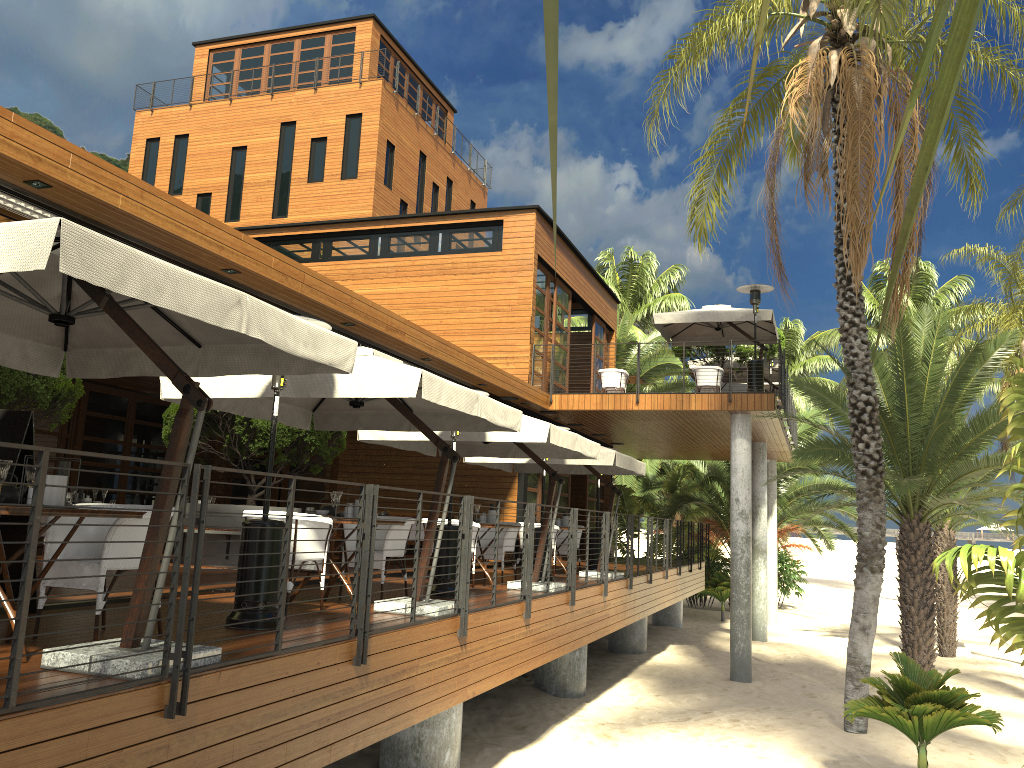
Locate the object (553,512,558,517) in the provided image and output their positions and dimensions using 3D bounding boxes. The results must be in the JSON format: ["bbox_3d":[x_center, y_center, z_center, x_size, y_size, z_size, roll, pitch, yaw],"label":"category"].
[{"bbox_3d":[0.675,2.126,13.953,0.082,0.227,0.082,-1,-10,20],"label":"object"}]

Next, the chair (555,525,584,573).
[{"bbox_3d":[0.883,2.764,14.901,0.627,0.791,0.615,-1,-10,20],"label":"chair"}]

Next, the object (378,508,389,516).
[{"bbox_3d":[-2.146,2.153,14.774,0.163,0.179,0.167,6,-10,-21],"label":"object"}]

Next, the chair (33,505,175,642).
[{"bbox_3d":[-2.422,1.123,5.357,0.627,0.791,0.615,-1,-10,20],"label":"chair"}]

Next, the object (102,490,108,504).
[{"bbox_3d":[-5.869,1.640,12.755,0.082,0.227,0.082,-5,-12,37],"label":"object"}]

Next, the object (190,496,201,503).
[{"bbox_3d":[-5.511,2.081,15.572,0.263,0.265,0.263,6,-10,-22],"label":"object"}]

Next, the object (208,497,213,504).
[{"bbox_3d":[-5.250,2.079,15.385,0.082,0.227,0.082,8,-11,-27],"label":"object"}]

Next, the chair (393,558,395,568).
[{"bbox_3d":[-2.131,2.493,14.049,0.627,0.791,0.615,7,-10,-24],"label":"chair"}]

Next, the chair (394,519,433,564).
[{"bbox_3d":[-1.624,2.679,15.094,0.616,0.791,0.626,7,-10,-24],"label":"chair"}]

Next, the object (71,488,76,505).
[{"bbox_3d":[-6.172,1.581,12.462,0.082,0.227,0.082,-3,-11,30],"label":"object"}]

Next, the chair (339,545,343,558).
[{"bbox_3d":[-2.721,2.706,15.586,0.627,0.791,0.615,7,-10,-24],"label":"chair"}]

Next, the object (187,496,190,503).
[{"bbox_3d":[-5.754,2.108,15.720,0.082,0.227,0.082,8,-11,-27],"label":"object"}]

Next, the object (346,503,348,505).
[{"bbox_3d":[-2.781,2.137,15.031,0.082,0.227,0.082,10,-12,-35],"label":"object"}]

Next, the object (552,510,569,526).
[{"bbox_3d":[0.821,2.150,14.162,0.263,0.265,0.263,7,-10,-25],"label":"object"}]

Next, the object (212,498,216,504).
[{"bbox_3d":[-5.323,2.141,15.800,0.082,0.227,0.082,9,-12,-32],"label":"object"}]

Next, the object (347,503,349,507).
[{"bbox_3d":[-2.684,2.079,14.634,0.082,0.227,0.082,6,-10,-19],"label":"object"}]

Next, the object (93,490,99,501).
[{"bbox_3d":[-6.147,1.675,13.059,0.082,0.227,0.082,-3,-11,30],"label":"object"}]

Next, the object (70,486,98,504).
[{"bbox_3d":[-6.168,1.610,12.746,0.263,0.265,0.263,-4,-12,36],"label":"object"}]

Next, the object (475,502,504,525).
[{"bbox_3d":[-0.278,1.604,10.986,0.263,0.265,0.263,7,-10,-25],"label":"object"}]

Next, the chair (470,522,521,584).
[{"bbox_3d":[-0.218,2.217,11.724,0.627,0.791,0.615,-1,-10,20],"label":"chair"}]

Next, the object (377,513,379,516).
[{"bbox_3d":[-2.273,2.206,14.852,0.086,0.086,0.086,-3,-11,30],"label":"object"}]

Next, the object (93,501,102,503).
[{"bbox_3d":[-6.010,1.734,12.847,0.116,0.065,0.116,-5,-12,39],"label":"object"}]

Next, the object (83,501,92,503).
[{"bbox_3d":[-6.026,1.692,12.584,0.116,0.065,0.116,7,-10,-26],"label":"object"}]

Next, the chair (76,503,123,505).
[{"bbox_3d":[-5.637,2.021,12.048,0.616,0.791,0.626,-5,-12,40],"label":"chair"}]

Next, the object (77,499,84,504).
[{"bbox_3d":[-6.071,1.661,12.468,0.086,0.086,0.086,4,-9,-8],"label":"object"}]

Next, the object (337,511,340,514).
[{"bbox_3d":[-2.909,2.194,14.957,0.086,0.086,0.086,-3,-11,30],"label":"object"}]

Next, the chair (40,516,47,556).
[{"bbox_3d":[-6.829,2.146,13.200,0.616,0.791,0.626,-5,-12,40],"label":"chair"}]

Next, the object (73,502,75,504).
[{"bbox_3d":[-6.225,1.686,12.527,0.080,0.042,0.080,6,-10,-19],"label":"object"}]

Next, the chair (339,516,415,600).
[{"bbox_3d":[-1.299,1.680,8.601,0.627,0.791,0.615,-1,-10,20],"label":"chair"}]

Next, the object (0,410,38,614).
[{"bbox_3d":[-3.727,0.861,6.036,0.768,1.401,0.769,2,-10,4],"label":"object"}]

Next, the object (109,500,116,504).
[{"bbox_3d":[-5.793,1.734,12.855,0.086,0.086,0.086,3,-9,-3],"label":"object"}]

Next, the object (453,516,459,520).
[{"bbox_3d":[-0.680,1.659,10.879,0.086,0.086,0.086,-2,-10,24],"label":"object"}]

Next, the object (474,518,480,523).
[{"bbox_3d":[-0.422,1.732,11.202,0.116,0.065,0.115,0,-10,17],"label":"object"}]

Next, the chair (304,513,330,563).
[{"bbox_3d":[-3.313,2.501,14.443,0.616,0.791,0.626,7,-10,-24],"label":"chair"}]

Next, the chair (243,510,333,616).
[{"bbox_3d":[-1.841,1.423,7.110,0.627,0.791,0.615,-1,-10,20],"label":"chair"}]

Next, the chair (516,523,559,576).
[{"bbox_3d":[0.359,2.515,13.465,0.627,0.791,0.615,-1,-10,20],"label":"chair"}]

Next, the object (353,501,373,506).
[{"bbox_3d":[-2.510,2.114,14.902,0.263,0.265,0.263,7,-10,-24],"label":"object"}]

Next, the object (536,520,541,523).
[{"bbox_3d":[0.420,2.205,14.054,0.086,0.086,0.086,-1,-10,19],"label":"object"}]

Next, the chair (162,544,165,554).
[{"bbox_3d":[-6.230,2.474,15.124,0.616,0.791,0.626,7,-10,-24],"label":"chair"}]

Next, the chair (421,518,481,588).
[{"bbox_3d":[-0.741,1.969,10.287,0.627,0.791,0.615,-1,-10,20],"label":"chair"}]
